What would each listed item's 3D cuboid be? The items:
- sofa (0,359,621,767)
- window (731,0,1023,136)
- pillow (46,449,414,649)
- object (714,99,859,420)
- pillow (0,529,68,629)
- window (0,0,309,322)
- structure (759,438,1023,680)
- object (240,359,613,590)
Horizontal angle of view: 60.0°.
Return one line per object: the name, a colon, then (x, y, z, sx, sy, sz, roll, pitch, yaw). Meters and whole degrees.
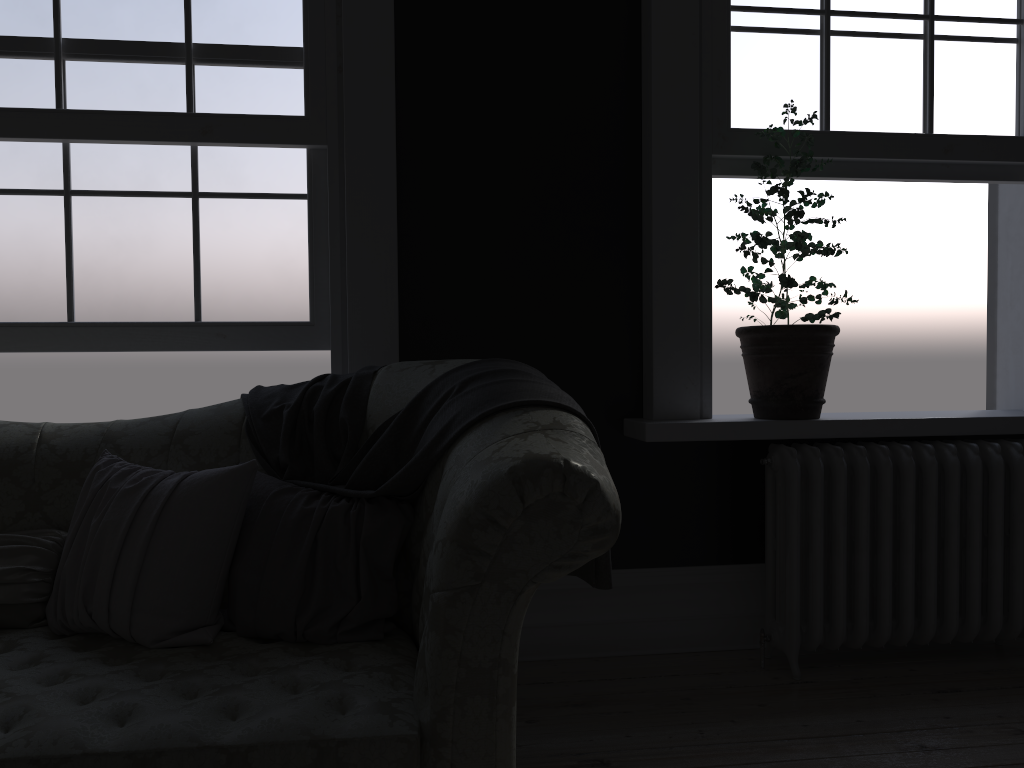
sofa: (-1.250, 0.526, 2.265, 2.813, 1.161, 1.605, -1, 1, -7)
window: (1.410, -1.386, 3.439, 1.263, 1.018, 0.056, -1, 2, -8)
pillow: (-0.732, 0.411, 2.284, 0.964, 0.462, 0.404, -1, 2, 0)
object: (1.014, -0.438, 3.269, 0.474, 1.134, 0.505, 1, 2, 32)
pillow: (-1.719, 0.444, 2.127, 1.105, 0.416, 0.528, -1, 1, -8)
window: (-1.335, -1.026, 3.076, 1.263, 1.673, 0.056, -1, 2, -8)
structure: (1.466, 0.637, 3.305, 1.141, 0.849, 0.276, -1, 2, -8)
object: (-0.314, 0.225, 2.485, 1.367, 0.585, 0.517, 1, 2, 41)
